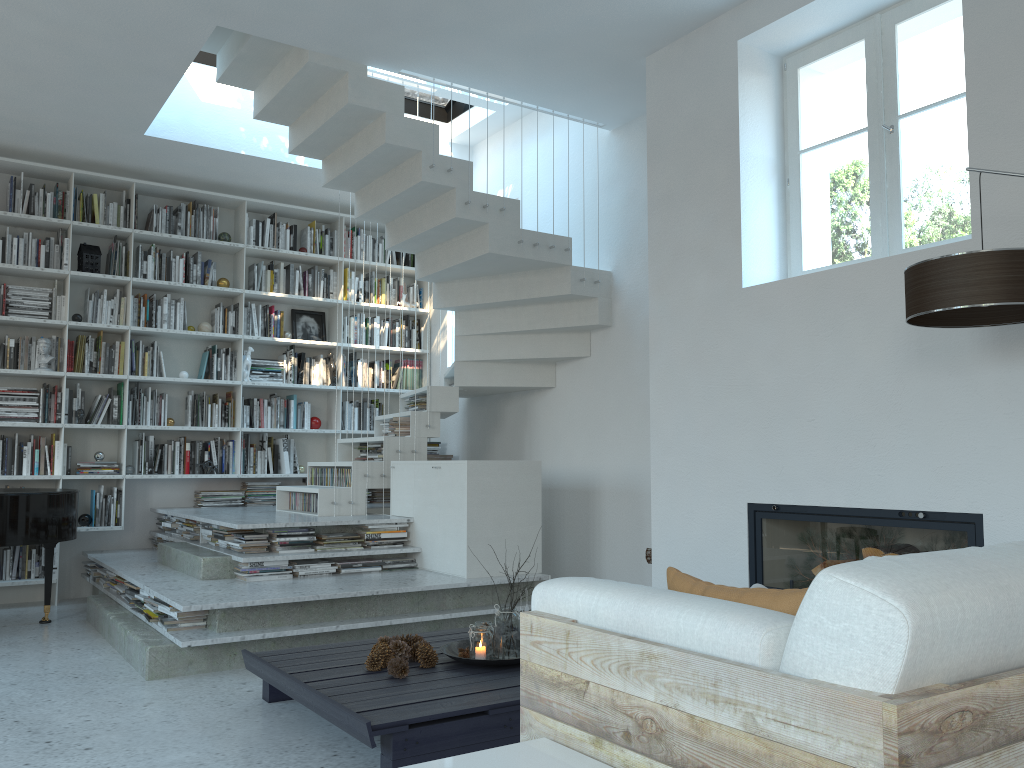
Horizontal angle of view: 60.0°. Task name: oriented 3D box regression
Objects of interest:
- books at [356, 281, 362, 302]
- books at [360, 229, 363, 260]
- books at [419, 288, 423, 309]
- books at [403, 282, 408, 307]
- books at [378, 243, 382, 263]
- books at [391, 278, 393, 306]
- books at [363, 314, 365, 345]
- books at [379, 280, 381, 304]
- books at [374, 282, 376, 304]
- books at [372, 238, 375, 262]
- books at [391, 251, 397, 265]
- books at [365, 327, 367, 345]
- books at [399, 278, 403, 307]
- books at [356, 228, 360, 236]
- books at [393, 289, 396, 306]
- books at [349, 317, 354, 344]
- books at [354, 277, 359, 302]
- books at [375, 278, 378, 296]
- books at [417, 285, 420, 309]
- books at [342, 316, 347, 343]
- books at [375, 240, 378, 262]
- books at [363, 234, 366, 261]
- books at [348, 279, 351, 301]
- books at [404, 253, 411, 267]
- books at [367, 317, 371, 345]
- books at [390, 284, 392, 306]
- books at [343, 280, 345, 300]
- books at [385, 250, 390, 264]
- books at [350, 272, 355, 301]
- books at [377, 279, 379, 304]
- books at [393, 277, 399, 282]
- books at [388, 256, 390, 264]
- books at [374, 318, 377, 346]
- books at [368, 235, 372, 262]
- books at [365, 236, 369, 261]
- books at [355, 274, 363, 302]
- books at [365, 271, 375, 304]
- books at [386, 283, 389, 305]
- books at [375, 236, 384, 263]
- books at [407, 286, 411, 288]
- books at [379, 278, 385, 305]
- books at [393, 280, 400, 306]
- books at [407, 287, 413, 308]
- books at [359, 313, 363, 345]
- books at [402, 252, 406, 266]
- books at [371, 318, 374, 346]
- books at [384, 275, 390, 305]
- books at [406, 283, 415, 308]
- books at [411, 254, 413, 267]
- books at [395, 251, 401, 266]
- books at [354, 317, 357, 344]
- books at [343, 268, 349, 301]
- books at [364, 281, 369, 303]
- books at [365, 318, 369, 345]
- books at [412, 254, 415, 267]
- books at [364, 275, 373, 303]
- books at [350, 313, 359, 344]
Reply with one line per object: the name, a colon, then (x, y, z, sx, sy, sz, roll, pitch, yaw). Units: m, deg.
books: (-1.360, -0.790, 7.743, 0.024, 0.193, 0.190, 3, -6, -33)
books: (-1.369, -1.204, 7.869, 0.012, 0.306, 0.184, 3, -6, -33)
books: (-0.866, -0.764, 8.158, 0.011, 0.216, 0.170, 3, -6, -33)
books: (-1.001, -0.790, 8.084, 0.070, 0.254, 0.154, 3, -6, -33)
books: (-1.217, -1.145, 7.976, 0.026, 0.208, 0.163, 3, -6, -33)
books: (-1.123, -0.809, 8.020, 0.024, 0.281, 0.153, 3, -5, -33)
books: (-1.339, -0.464, 7.829, 0.012, 0.292, 0.165, 3, -5, -33)
books: (-1.200, -0.794, 7.859, 0.013, 0.222, 0.174, 3, -6, -33)
books: (-1.241, -0.788, 7.835, 0.014, 0.206, 0.184, 3, -6, -33)
books: (-1.274, -1.168, 7.945, 0.027, 0.249, 0.154, 3, -6, -33)
books: (-1.102, -1.171, 8.065, 0.069, 0.277, 0.132, 3, -5, -33)
books: (-1.331, -0.406, 7.846, 0.027, 0.179, 0.157, 3, -6, -33)
books: (-1.042, -0.808, 8.063, 0.023, 0.286, 0.163, 3, -5, -33)
books: (-1.387, -1.213, 7.875, 0.012, 0.326, 0.151, 3, -5, -33)
books: (-1.099, -0.758, 8.032, 0.034, 0.182, 0.156, 3, -6, -33)
books: (-1.432, -0.449, 7.752, 0.023, 0.247, 0.182, 3, -6, -33)
books: (-1.393, -0.807, 7.729, 0.049, 0.223, 0.161, 3, -6, -33)
books: (-1.230, -0.805, 7.851, 0.022, 0.242, 0.145, 3, -6, -33)
books: (-0.897, -0.779, 8.161, 0.040, 0.246, 0.160, 3, -6, -33)
books: (-1.477, -0.453, 7.741, 0.012, 0.254, 0.161, 3, -6, -33)
books: (-1.248, -1.161, 7.952, 0.025, 0.236, 0.144, 3, -6, -33)
books: (-1.346, -1.186, 7.894, 0.027, 0.275, 0.148, 3, -5, -33)
books: (-1.444, -0.801, 7.691, 0.024, 0.205, 0.166, 3, -6, -33)
books: (-0.976, -1.136, 8.110, 0.012, 0.216, 0.192, 3, -6, -33)
books: (-1.296, -0.450, 7.867, 0.025, 0.270, 0.152, 3, -5, -33)
books: (-1.125, -0.778, 7.986, 0.013, 0.212, 0.187, 3, -6, -33)
books: (-1.490, -0.845, 7.692, 0.036, 0.293, 0.135, 3, -5, -33)
books: (-1.152, -1.143, 8.017, 0.057, 0.212, 0.163, 3, -6, -33)
books: (-1.418, -0.829, 7.700, 0.026, 0.263, 0.189, 3, -6, -33)
books: (-1.216, -0.802, 7.860, 0.012, 0.237, 0.166, 3, -6, -33)
books: (-1.062, -0.812, 8.063, 0.011, 0.294, 0.151, 3, -5, -33)
books: (-1.131, -1.152, 8.047, 0.010, 0.235, 0.131, 3, -5, -33)
books: (-1.249, -0.444, 7.883, 0.022, 0.262, 0.172, 3, -6, -33)
books: (-1.303, -1.178, 7.918, 0.029, 0.264, 0.179, 3, -6, -33)
books: (-1.323, -1.177, 7.903, 0.022, 0.259, 0.163, 3, -6, -33)
books: (-1.349, -0.823, 7.771, 0.023, 0.263, 0.158, 3, -6, -33)
books: (-1.254, -0.834, 7.826, 0.022, 0.296, 0.152, 3, -5, -33)
books: (-1.152, -0.783, 7.975, 0.023, 0.220, 0.171, 3, -6, -33)
books: (-1.197, -1.181, 7.999, 0.012, 0.285, 0.159, 3, -5, -33)
books: (-0.956, -0.771, 8.140, 0.023, 0.227, 0.131, 3, -5, -33)
books: (-1.190, -0.801, 7.893, 0.042, 0.241, 0.248, 3, -6, -33)
books: (-1.064, -0.798, 8.034, 0.022, 0.261, 0.160, 3, -6, -33)
books: (-0.961, -0.767, 8.106, 0.023, 0.213, 0.181, 3, -6, -33)
books: (-1.359, -0.466, 7.829, 0.022, 0.297, 0.162, 3, -5, -33)
books: (-1.020, -1.152, 8.106, 0.068, 0.247, 0.160, 3, -6, -33)
books: (-1.270, -0.443, 7.872, 0.024, 0.259, 0.156, 3, -6, -33)
books: (-1.142, -0.818, 7.993, 0.010, 0.295, 0.165, 3, -5, -33)
books: (-0.926, -0.786, 8.142, 0.029, 0.258, 0.163, 3, -6, -33)
books: (-0.952, -1.170, 8.162, 0.012, 0.292, 0.140, 3, -5, -33)
books: (-1.049, -1.129, 8.065, 0.024, 0.193, 0.186, 3, -6, -33)
books: (-1.408, -0.450, 7.781, 0.026, 0.256, 0.173, 3, -6, -33)
books: (-1.458, -0.846, 7.685, 0.010, 0.294, 0.183, 3, -6, -33)
books: (-1.301, -0.793, 7.809, 0.025, 0.211, 0.135, 3, -6, -33)
books: (-1.307, -0.446, 7.849, 0.013, 0.260, 0.158, 3, -6, -33)
books: (-0.924, -1.169, 8.143, 0.014, 0.286, 0.190, 3, -6, -33)
books: (-1.270, -0.814, 7.808, 0.023, 0.253, 0.189, 3, -6, -33)
books: (-1.384, -0.465, 7.782, 0.014, 0.285, 0.185, 3, -6, -33)
